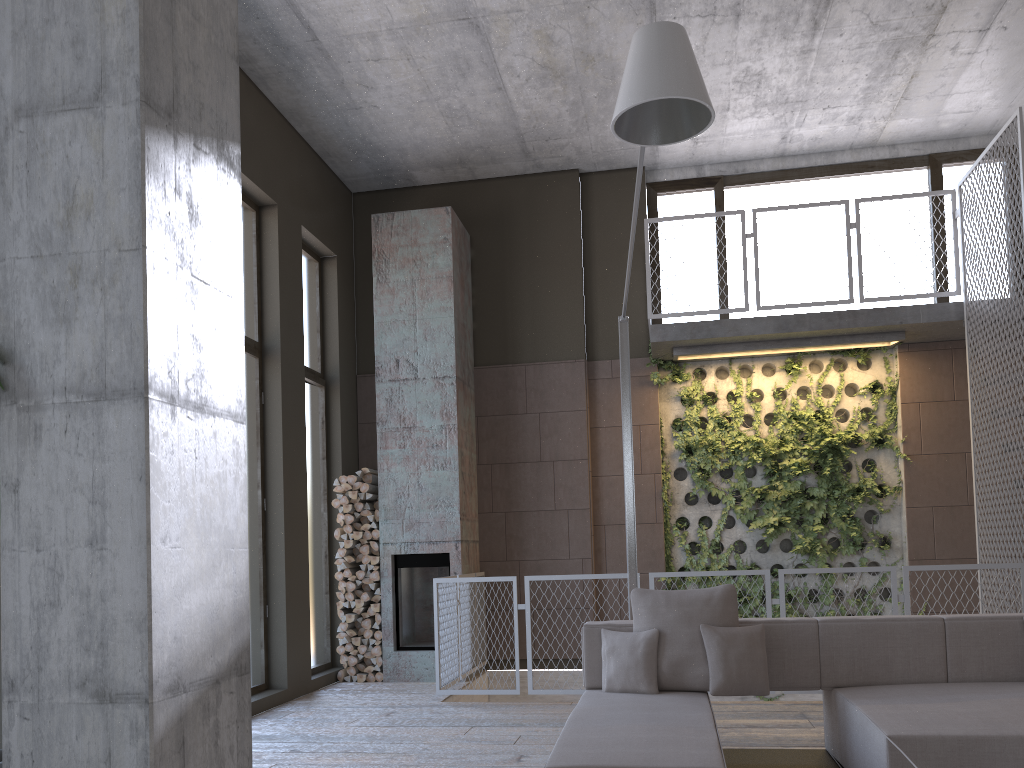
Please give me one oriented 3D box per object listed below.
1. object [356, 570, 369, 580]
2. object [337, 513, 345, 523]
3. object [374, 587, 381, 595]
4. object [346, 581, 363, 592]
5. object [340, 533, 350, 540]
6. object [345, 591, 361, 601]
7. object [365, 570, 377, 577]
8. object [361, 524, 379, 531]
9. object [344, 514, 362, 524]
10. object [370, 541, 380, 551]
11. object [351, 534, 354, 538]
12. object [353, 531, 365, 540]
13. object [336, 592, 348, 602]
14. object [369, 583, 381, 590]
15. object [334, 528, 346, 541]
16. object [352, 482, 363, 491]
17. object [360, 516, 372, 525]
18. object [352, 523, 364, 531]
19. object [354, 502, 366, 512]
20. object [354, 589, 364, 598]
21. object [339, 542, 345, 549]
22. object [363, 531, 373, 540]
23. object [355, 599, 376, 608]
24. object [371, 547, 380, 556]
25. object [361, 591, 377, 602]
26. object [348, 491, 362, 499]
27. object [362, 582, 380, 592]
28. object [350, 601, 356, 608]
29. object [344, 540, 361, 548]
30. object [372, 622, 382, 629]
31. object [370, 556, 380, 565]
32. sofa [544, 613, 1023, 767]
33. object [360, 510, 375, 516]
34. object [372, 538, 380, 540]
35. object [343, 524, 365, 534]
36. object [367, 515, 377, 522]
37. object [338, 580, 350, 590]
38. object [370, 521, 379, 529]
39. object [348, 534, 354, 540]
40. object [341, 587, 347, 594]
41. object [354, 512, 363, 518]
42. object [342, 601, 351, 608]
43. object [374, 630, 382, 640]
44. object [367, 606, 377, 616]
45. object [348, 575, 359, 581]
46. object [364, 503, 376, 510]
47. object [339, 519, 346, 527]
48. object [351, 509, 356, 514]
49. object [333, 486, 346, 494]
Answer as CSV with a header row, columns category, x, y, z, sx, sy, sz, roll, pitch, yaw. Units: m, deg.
category,x,y,z,sx,sy,sz,roll,pitch,yaw
object,-1.424,1.879,8.651,0.091,0.088,0.462,-3,-11,8
object,-1.637,1.335,8.702,0.101,0.101,0.297,-3,-10,11
object,-1.263,2.024,8.631,0.067,0.083,0.432,-3,-11,7
object,-1.530,1.981,8.615,0.098,0.105,0.298,-3,-10,11
object,-1.599,1.522,8.713,0.067,0.066,0.429,-3,-11,9
object,-1.537,2.094,8.688,0.092,0.092,0.444,-3,-11,9
object,-1.351,1.870,8.668,0.067,0.070,0.429,-3,-11,9
object,-1.378,1.432,8.699,0.115,0.078,0.442,-3,-11,9
object,-1.551,1.330,8.642,0.098,0.105,0.298,-3,-10,11
object,-1.299,1.599,8.619,0.088,0.107,0.371,-3,-10,9
object,-1.464,1.507,8.669,0.115,0.078,0.442,-3,-11,9
object,-1.446,1.504,8.684,0.093,0.082,0.487,-3,-11,9
object,-1.633,2.098,8.662,0.088,0.107,0.371,-3,-10,9
object,-1.318,1.996,8.642,0.067,0.083,0.432,-3,-11,7
object,-1.670,1.492,8.690,0.064,0.123,0.369,-2,-10,8
object,-1.463,1.019,8.639,0.104,0.083,0.368,-3,-10,9
object,-1.415,1.373,8.753,0.104,0.101,0.296,-3,-10,9
object,-1.477,1.428,8.728,0.101,0.085,0.368,-3,-10,9
object,-1.445,1.228,8.678,0.091,0.088,0.462,-3,-11,8
object,-1.456,2.079,8.701,0.101,0.085,0.368,-3,-10,9
object,-1.605,1.595,8.669,0.067,0.066,0.429,-3,-11,9
object,-1.360,1.501,8.688,0.091,0.088,0.462,-3,-11,9
object,-1.425,2.155,8.658,0.093,0.082,0.487,-3,-11,9
object,-1.307,1.660,8.689,0.101,0.085,0.368,-3,-10,9
object,-1.366,2.083,8.630,0.091,0.088,0.462,-3,-11,10
object,-1.491,1.113,8.676,0.094,0.082,0.487,-3,-11,9
object,-1.395,2.024,8.727,0.104,0.101,0.296,-3,-10,9
object,-1.499,2.170,8.672,0.067,0.066,0.429,-3,-11,9
object,-1.532,1.580,8.654,0.093,0.082,0.487,-3,-11,9
object,-1.276,2.359,8.629,0.071,0.071,0.429,-3,-11,9
object,-1.276,1.735,8.646,0.093,0.082,0.487,-3,-11,9
sofa,1.653,1.395,3.397,3.001,0.775,3.057,-4,-10,10
object,-1.378,1.280,8.666,0.122,0.067,0.369,-3,-11,11
object,-1.282,1.487,8.633,0.101,0.101,0.297,-3,-10,11
object,-1.557,1.444,8.715,0.092,0.092,0.444,-3,-11,9
object,-1.339,1.345,8.669,0.067,0.083,0.432,-3,-11,7
object,-1.616,1.986,8.676,0.101,0.101,0.297,-3,-10,11
object,-1.306,1.399,8.668,0.071,0.071,0.429,-3,-11,9
object,-1.519,1.519,8.699,0.067,0.066,0.429,-3,-11,9
object,-1.611,2.017,8.588,0.045,0.071,0.255,-3,-10,9
object,-1.477,1.300,8.687,0.064,0.073,0.365,-3,-11,8
object,-1.578,2.173,8.687,0.067,0.066,0.429,-3,-11,9
object,-1.244,2.453,8.630,0.092,0.091,0.444,-3,-11,9
object,-1.316,2.225,8.655,0.091,0.088,0.462,-3,-11,9
object,-1.522,1.911,8.647,0.089,0.056,0.337,-3,-11,9
object,-1.371,1.219,8.695,0.067,0.070,0.429,-3,-11,9
object,-1.632,1.366,8.614,0.045,0.071,0.255,-3,-10,9
object,-1.543,1.261,8.674,0.089,0.056,0.337,-3,-11,9
object,-1.652,1.059,8.721,0.122,0.067,0.369,-3,-11,11
